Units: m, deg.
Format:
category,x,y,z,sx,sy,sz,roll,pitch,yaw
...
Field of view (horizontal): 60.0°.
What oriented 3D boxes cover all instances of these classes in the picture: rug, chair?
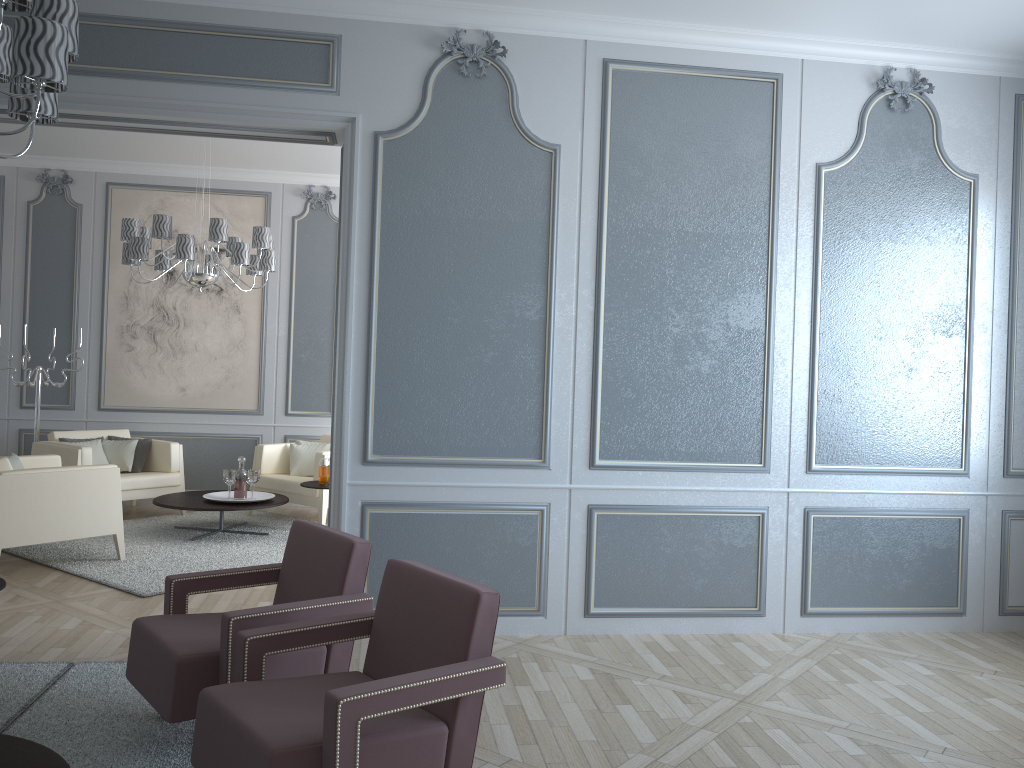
category,x,y,z,sx,sy,sz,roll,pitch,yaw
rug,-1.995,1.016,5.730,2.001,0.010,1.999,2,1,37
chair,-0.819,0.779,2.750,0.606,0.620,0.576,2,0,-38
chair,-1.443,0.717,6.734,0.855,0.621,0.737,2,0,37
chair,-2.971,0.667,6.519,0.737,0.621,0.855,2,0,37
rug,-1.427,1.083,1.768,2.018,0.010,3.204,2,1,-8
chair,-2.765,0.691,5.060,0.855,0.621,0.737,2,0,37
chair,-0.411,0.800,2.179,0.606,0.620,0.576,2,0,-38

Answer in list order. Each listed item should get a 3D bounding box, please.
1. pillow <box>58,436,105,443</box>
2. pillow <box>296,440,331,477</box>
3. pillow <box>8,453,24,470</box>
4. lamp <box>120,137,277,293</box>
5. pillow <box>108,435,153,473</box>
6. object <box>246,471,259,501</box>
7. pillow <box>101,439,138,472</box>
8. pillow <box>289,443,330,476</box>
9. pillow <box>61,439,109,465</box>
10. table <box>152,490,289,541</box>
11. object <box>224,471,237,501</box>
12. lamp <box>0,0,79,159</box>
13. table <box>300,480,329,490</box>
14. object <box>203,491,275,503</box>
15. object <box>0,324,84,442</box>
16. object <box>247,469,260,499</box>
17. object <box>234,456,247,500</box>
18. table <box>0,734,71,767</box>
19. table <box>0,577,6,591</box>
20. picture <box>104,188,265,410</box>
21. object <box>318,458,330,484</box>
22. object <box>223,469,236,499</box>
category,x,y,z,sx,sy,sz,roll,pitch,yaw
pillow,-3.124,0.530,6.493,0.184,0.276,0.351,2,0,38
pillow,-1.515,0.581,6.868,0.351,0.276,0.184,2,0,-2
pillow,-2.886,0.556,5.108,0.182,0.285,0.360,2,0,-2
lamp,-2.072,-1.170,5.932,0.976,1.120,0.976,2,0,-20
pillow,-2.911,0.536,6.667,0.351,0.276,0.184,2,0,8
object,-1.751,0.686,5.969,0.080,0.196,0.080,2,0,-25
pillow,-2.956,0.534,6.591,0.312,0.245,0.163,2,0,-4
pillow,-1.545,0.581,6.785,0.312,0.245,0.163,2,0,-14
pillow,-3.080,0.532,6.416,0.163,0.245,0.311,2,0,26
table,-1.975,0.898,6.034,0.882,0.239,0.882,2,1,-11
object,-1.885,0.682,5.929,0.080,0.196,0.080,2,0,-5
lamp,-1.518,-1.104,2.001,0.976,1.120,0.976,2,0,-20
table,-1.197,0.854,5.873,0.414,0.385,0.414,2,0,39
object,-1.844,0.769,5.995,0.468,0.028,0.468,2,1,4
object,-3.528,0.264,6.590,0.446,1.386,0.446,2,0,37
object,-1.764,0.684,6.052,0.080,0.196,0.080,2,0,-25
object,-1.835,0.635,6.007,0.086,0.290,0.086,2,0,13
table,-1.350,0.971,1.735,0.882,0.239,0.882,2,1,9
table,-1.896,0.856,2.895,0.414,0.385,0.414,2,0,-21
picture,-2.658,-0.682,7.224,1.199,1.751,0.001,2,0,-8
object,-1.245,0.577,5.879,0.075,0.165,0.075,2,0,-19
object,-1.922,0.679,6.020,0.080,0.196,0.080,2,0,-25
